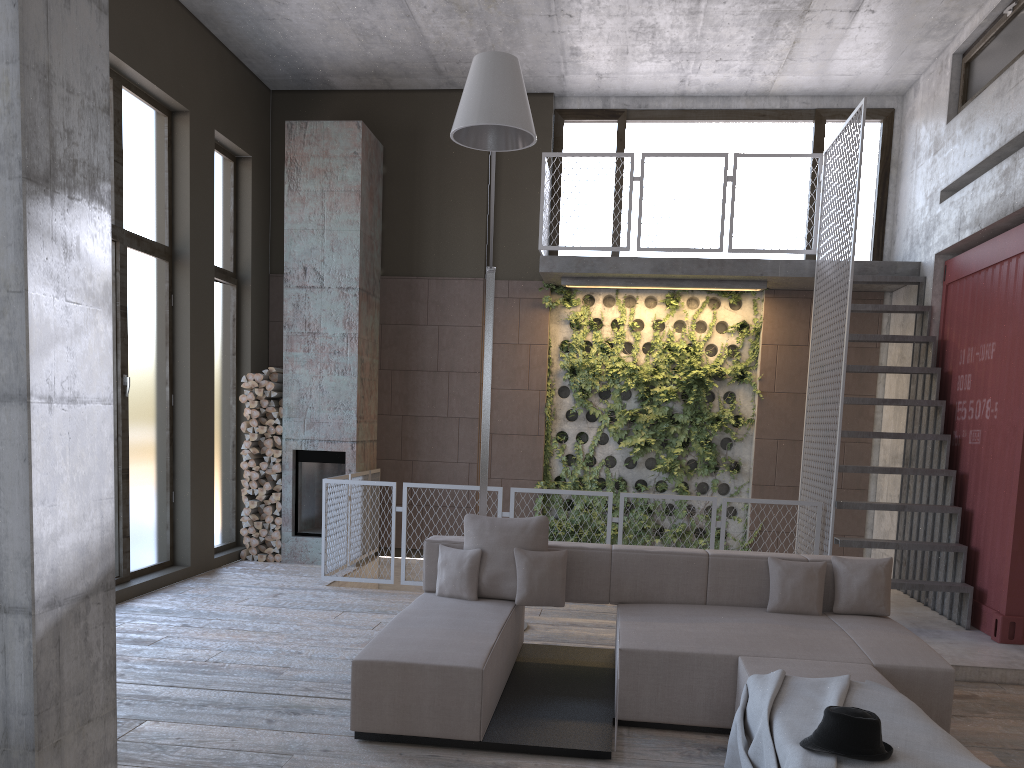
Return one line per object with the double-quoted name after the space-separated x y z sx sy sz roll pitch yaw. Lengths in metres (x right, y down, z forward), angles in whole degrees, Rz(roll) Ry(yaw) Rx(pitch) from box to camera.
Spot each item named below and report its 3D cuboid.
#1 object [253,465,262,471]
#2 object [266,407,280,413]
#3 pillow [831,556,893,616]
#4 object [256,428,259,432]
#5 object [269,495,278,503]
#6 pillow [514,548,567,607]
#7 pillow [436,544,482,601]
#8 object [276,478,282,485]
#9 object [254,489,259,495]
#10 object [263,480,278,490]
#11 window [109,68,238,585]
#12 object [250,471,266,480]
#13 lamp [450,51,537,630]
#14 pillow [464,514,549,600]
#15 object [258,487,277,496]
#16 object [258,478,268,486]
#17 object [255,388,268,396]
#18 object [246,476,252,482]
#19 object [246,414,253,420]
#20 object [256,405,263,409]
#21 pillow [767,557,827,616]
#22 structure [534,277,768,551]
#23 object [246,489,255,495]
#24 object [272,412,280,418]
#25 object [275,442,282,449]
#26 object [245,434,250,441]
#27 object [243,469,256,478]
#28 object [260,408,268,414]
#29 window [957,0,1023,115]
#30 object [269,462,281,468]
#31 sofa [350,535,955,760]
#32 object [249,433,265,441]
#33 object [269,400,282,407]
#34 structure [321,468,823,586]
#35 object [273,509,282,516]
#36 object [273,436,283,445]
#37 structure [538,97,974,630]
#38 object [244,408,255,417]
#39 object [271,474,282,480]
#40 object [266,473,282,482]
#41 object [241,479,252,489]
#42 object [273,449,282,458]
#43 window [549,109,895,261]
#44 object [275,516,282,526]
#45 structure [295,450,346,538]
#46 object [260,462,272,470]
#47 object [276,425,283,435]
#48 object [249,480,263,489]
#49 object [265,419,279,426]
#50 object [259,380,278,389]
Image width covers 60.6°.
-2.704 0.905 9.485 0.089 0.057 0.330 2 -2 6 "object"
-2.516 0.275 9.420 0.122 0.068 0.362 2 -2 8 "object"
2.179 1.255 5.467 0.362 0.371 0.186 3 4 11 "pillow"
-2.618 0.498 9.450 0.114 0.080 0.433 2 -2 6 "object"
-2.521 1.235 9.552 0.090 0.090 0.453 2 -2 6 "object"
0.187 1.227 5.555 0.377 0.376 0.167 1 5 -20 "pillow"
-0.354 1.237 5.691 0.367 0.381 0.150 4 5 39 "pillow"
-2.453 1.039 9.503 0.066 0.085 0.423 2 -2 4 "object"
-2.700 1.163 9.548 0.067 0.068 0.420 2 -2 6 "object"
-2.559 1.091 9.504 0.090 0.090 0.453 2 -2 8 "object"
-3.482 -0.507 4.956 0.209 4.198 9.157 3 -1 5 "window"
-2.715 0.979 9.463 0.098 0.108 0.292 2 -1 8 "object"
-0.100 0.123 5.746 0.756 3.461 2.602 2 3 -6 "lamp"
-0.054 1.119 5.675 0.563 0.564 0.219 2 5 8 "pillow"
-2.625 1.156 9.537 0.093 0.084 0.477 2 -2 6 "object"
-2.652 1.070 9.565 0.101 0.087 0.361 2 -2 6 "object"
-2.617 0.098 9.398 0.093 0.084 0.477 2 -2 6 "object"
-2.797 1.014 9.437 0.045 0.073 0.250 3 -2 6 "object"
-2.773 0.352 9.366 0.045 0.073 0.250 3 -2 6 "object"
-2.679 0.243 9.414 0.089 0.057 0.330 2 -2 6 "object"
1.785 1.278 5.494 0.370 0.363 0.185 2 4 6 "pillow"
1.531 0.534 9.586 2.626 3.865 0.992 3 6 6 "structure"
-2.780 1.159 9.557 0.067 0.067 0.420 2 -2 6 "object"
-2.482 0.344 9.435 0.066 0.085 0.423 2 -2 4 "object"
-2.474 0.660 9.503 0.101 0.087 0.361 2 -2 6 "object"
-2.765 0.576 9.453 0.067 0.068 0.420 2 -2 6 "object"
-2.804 0.969 9.516 0.101 0.103 0.291 2 -1 8 "object"
-2.617 0.286 9.437 0.064 0.075 0.357 2 -2 5 "object"
3.505 -2.822 3.679 0.113 0.611 8.397 3 -2 7 "window"
-2.531 0.872 9.510 0.067 0.071 0.421 2 -2 6 "object"
0.742 1.418 4.557 2.994 0.793 2.997 2 -2 7 "sofa"
-2.690 0.568 9.442 0.093 0.084 0.477 2 -2 6 "object"
-2.507 0.210 9.439 0.067 0.071 0.421 2 -2 6 "object"
0.559 1.455 8.760 4.424 0.944 1.916 2 -1 6 "structure"
-2.489 1.377 9.549 0.071 0.073 0.420 2 -2 6 "object"
-2.458 0.610 9.427 0.088 0.109 0.363 2 -2 6 "object"
2.008 -0.073 8.354 3.681 4.364 3.009 2 3 7 "structure"
-2.779 0.307 9.446 0.101 0.103 0.291 2 -1 8 "object"
-2.507 1.006 9.506 0.066 0.085 0.423 2 -2 4 "object"
-2.588 1.015 9.586 0.104 0.103 0.290 2 -1 6 "object"
-2.828 1.083 9.518 0.088 0.109 0.363 2 -2 6 "object"
-2.446 0.745 9.474 0.093 0.084 0.477 2 -2 6 "object"
2.208 -2.053 9.513 3.563 1.772 0.108 2 6 6 "window"
-2.465 1.474 9.566 0.091 0.093 0.435 2 -2 6 "object"
-2.025 1.170 9.352 0.575 0.938 0.056 3 6 6 "structure"
-2.604 0.878 9.490 0.091 0.090 0.453 2 -2 5 "object"
-2.434 0.496 9.425 0.101 0.103 0.291 2 -1 8 "object"
-2.733 1.082 9.550 0.092 0.094 0.435 2 -2 6 "object"
-2.529 0.423 9.474 0.114 0.080 0.433 2 -2 6 "object"
-2.581 0.010 9.350 0.104 0.084 0.361 2 -2 6 "object"
